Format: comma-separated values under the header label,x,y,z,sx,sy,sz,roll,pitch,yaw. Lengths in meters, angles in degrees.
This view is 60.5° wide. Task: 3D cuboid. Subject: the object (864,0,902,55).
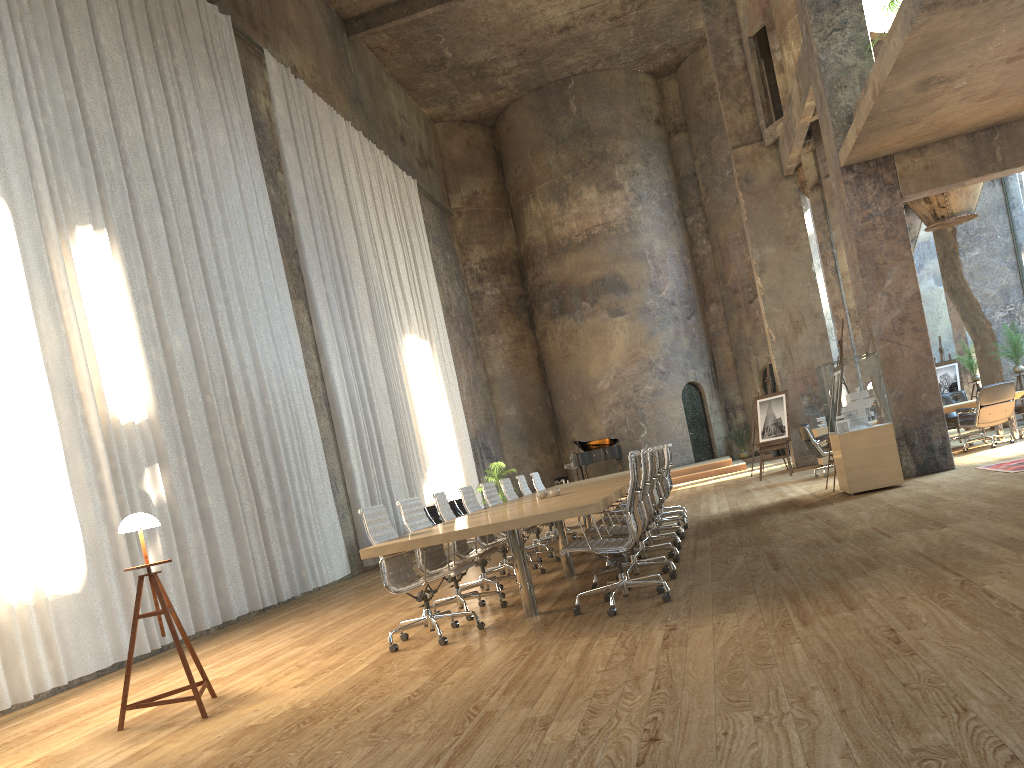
label,x,y,z,sx,sy,sz,roll,pitch,yaw
object,4.694,-3.972,9.764,1.414,1.810,1.346,-12,-1,18

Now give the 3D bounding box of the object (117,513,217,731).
label,x,y,z,sx,sy,sz,roll,pitch,yaw
object,-2.129,1.414,5.389,0.649,1.298,0.578,-12,0,-45

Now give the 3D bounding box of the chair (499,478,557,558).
label,x,y,z,sx,sy,sz,roll,pitch,yaw
chair,0.284,1.588,10.632,0.705,1.026,0.660,-12,-1,18

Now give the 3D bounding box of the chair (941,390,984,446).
label,x,y,z,sx,sy,sz,roll,pitch,yaw
chair,7.160,0.570,14.181,0.734,0.892,0.817,-12,-2,13

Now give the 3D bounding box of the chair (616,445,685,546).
label,x,y,z,sx,sy,sz,roll,pitch,yaw
chair,1.448,1.224,9.534,0.705,1.026,0.660,-12,-1,18

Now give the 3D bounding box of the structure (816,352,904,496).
label,x,y,z,sx,sy,sz,roll,pitch,yaw
structure,4.059,0.482,10.293,0.598,1.548,0.738,-12,0,12

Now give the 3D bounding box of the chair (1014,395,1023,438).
label,x,y,z,sx,sy,sz,roll,pitch,yaw
chair,7.927,0.304,13.215,0.823,0.893,0.728,-12,-1,7

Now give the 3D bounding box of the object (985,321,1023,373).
label,x,y,z,sx,sy,sz,roll,pitch,yaw
object,8.882,-0.644,15.704,0.865,0.940,0.684,-13,-1,15

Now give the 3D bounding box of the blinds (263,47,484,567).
label,x,y,z,sx,sy,sz,roll,pitch,yaw
blinds,-2.333,-1.025,18.071,0.277,8.646,7.790,-12,-2,13

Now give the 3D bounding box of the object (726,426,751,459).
label,x,y,z,sx,sy,sz,roll,pitch,yaw
object,6.624,1.653,25.277,0.922,0.991,0.899,-13,-2,24

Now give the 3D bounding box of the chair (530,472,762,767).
label,x,y,z,sx,sy,sz,roll,pitch,yaw
chair,3.384,1.054,11.746,13.029,1.031,31.403,-13,-6,12

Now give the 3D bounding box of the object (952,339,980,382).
label,x,y,z,sx,sy,sz,roll,pitch,yaw
object,9.434,-0.507,18.095,0.697,0.940,0.849,-13,-2,33

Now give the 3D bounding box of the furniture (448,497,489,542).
label,x,y,z,sx,sy,sz,roll,pitch,yaw
furniture,-0.657,2.581,17.205,0.712,0.841,1.865,-12,-5,12

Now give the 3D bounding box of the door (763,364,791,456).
label,x,y,z,sx,sy,sz,roll,pitch,yaw
door,7.527,0.712,24.575,0.109,2.633,0.914,-13,1,-36

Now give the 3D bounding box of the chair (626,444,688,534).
label,x,y,z,sx,sy,sz,roll,pitch,yaw
chair,1.655,1.276,10.442,0.703,1.026,0.662,-12,-1,12

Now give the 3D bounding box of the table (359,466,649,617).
label,x,y,z,sx,sy,sz,roll,pitch,yaw
table,0.680,1.495,9.296,1.610,0.757,7.690,-13,-6,12

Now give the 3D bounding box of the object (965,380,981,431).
label,x,y,z,sx,sy,sz,roll,pitch,yaw
object,9.680,0.409,18.084,0.660,0.973,0.569,-12,0,7

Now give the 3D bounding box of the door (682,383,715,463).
label,x,y,z,sx,sy,sz,roll,pitch,yaw
door,5.239,1.086,25.116,0.892,2.298,0.092,-12,2,-29

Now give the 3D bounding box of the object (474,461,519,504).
label,x,y,z,sx,sy,sz,roll,pitch,yaw
object,-0.298,2.568,20.713,1.094,1.457,1.128,-12,-1,3

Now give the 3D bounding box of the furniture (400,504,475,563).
label,x,y,z,sx,sy,sz,roll,pitch,yaw
furniture,-1.174,2.443,14.879,0.712,0.841,1.865,-12,-5,12

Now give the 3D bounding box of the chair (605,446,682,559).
label,x,y,z,sx,sy,sz,roll,pitch,yaw
chair,1.255,1.173,8.677,0.706,1.026,0.659,-12,-1,21

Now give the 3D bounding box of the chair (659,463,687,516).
label,x,y,z,sx,sy,sz,roll,pitch,yaw
chair,1.986,1.385,12.127,0.705,1.026,0.660,-12,-1,18

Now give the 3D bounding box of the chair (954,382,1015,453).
label,x,y,z,sx,sy,sz,roll,pitch,yaw
chair,6.843,0.487,12.769,0.725,0.892,0.828,-12,-2,-14

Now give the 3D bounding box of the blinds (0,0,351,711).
label,x,y,z,sx,sy,sz,roll,pitch,yaw
blinds,-4.204,-1.524,9.651,0.277,8.646,7.790,-12,-2,13

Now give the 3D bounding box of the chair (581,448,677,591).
label,x,y,z,sx,sy,sz,roll,pitch,yaw
chair,0.866,1.068,6.907,0.704,1.026,0.661,-12,-1,16

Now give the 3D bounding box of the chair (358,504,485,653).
label,x,y,z,sx,sy,sz,roll,pitch,yaw
chair,-0.636,1.323,6.305,0.705,1.026,0.660,-12,-1,18

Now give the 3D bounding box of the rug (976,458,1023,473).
label,x,y,z,sx,sy,sz,roll,pitch,yaw
rug,6.393,0.659,9.276,2.478,0.009,1.341,-13,-6,13

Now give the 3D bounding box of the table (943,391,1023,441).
label,x,y,z,sx,sy,sz,roll,pitch,yaw
table,6.526,0.735,13.559,2.425,0.700,1.100,-13,-4,13

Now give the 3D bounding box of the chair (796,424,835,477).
label,x,y,z,sx,sy,sz,roll,pitch,yaw
chair,5.026,0.997,13.921,0.824,0.893,0.728,-12,-1,9

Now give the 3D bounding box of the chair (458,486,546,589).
label,x,y,z,sx,sy,sz,roll,pitch,yaw
chair,-0.101,1.486,8.899,0.705,1.026,0.660,-12,-1,18

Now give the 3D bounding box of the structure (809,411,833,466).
label,x,y,z,sx,sy,sz,roll,pitch,yaw
structure,6.147,0.986,16.655,0.748,1.015,0.731,-12,-1,12

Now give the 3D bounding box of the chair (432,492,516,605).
label,x,y,z,sx,sy,sz,roll,pitch,yaw
chair,-0.291,1.429,7.988,0.703,1.026,0.662,-12,-1,12

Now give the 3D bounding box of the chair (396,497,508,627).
label,x,y,z,sx,sy,sz,roll,pitch,yaw
chair,-0.477,1.380,7.154,0.706,1.026,0.659,-12,-1,21

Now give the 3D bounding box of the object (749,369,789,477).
label,x,y,z,sx,sy,sz,roll,pitch,yaw
object,5.141,0.802,18.074,0.693,2.148,0.691,-11,1,38

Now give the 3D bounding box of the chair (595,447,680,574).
label,x,y,z,sx,sy,sz,roll,pitch,yaw
chair,1.063,1.121,7.801,0.705,1.026,0.660,-12,-1,18

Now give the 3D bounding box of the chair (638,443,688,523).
label,x,y,z,sx,sy,sz,roll,pitch,yaw
chair,1.832,1.327,11.278,0.706,1.026,0.659,-12,-1,21

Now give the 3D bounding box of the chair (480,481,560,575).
label,x,y,z,sx,sy,sz,roll,pitch,yaw
chair,0.093,1.536,9.756,0.706,1.026,0.659,-12,-1,21

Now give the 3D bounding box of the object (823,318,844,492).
label,x,y,z,sx,sy,sz,roll,pitch,yaw
object,4.176,0.271,11.159,0.688,2.148,0.696,-12,1,11

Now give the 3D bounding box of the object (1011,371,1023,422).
label,x,y,z,sx,sy,sz,roll,pitch,yaw
object,9.211,0.246,15.618,0.649,0.973,0.579,-11,-1,-42

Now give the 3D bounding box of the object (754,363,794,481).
label,x,y,z,sx,sy,sz,roll,pitch,yaw
object,4.833,0.669,16.210,0.711,2.148,0.674,-11,1,44

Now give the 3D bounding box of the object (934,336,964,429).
label,x,y,z,sx,sy,sz,roll,pitch,yaw
object,9.527,-0.005,19.258,0.711,2.148,0.674,-11,1,41

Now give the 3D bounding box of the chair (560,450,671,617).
label,x,y,z,sx,sy,sz,roll,pitch,yaw
chair,0.659,1.013,5.983,0.705,1.026,0.660,-12,-1,18

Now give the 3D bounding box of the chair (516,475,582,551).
label,x,y,z,sx,sy,sz,roll,pitch,yaw
chair,0.481,1.642,11.527,0.704,1.026,0.661,-12,-1,16
